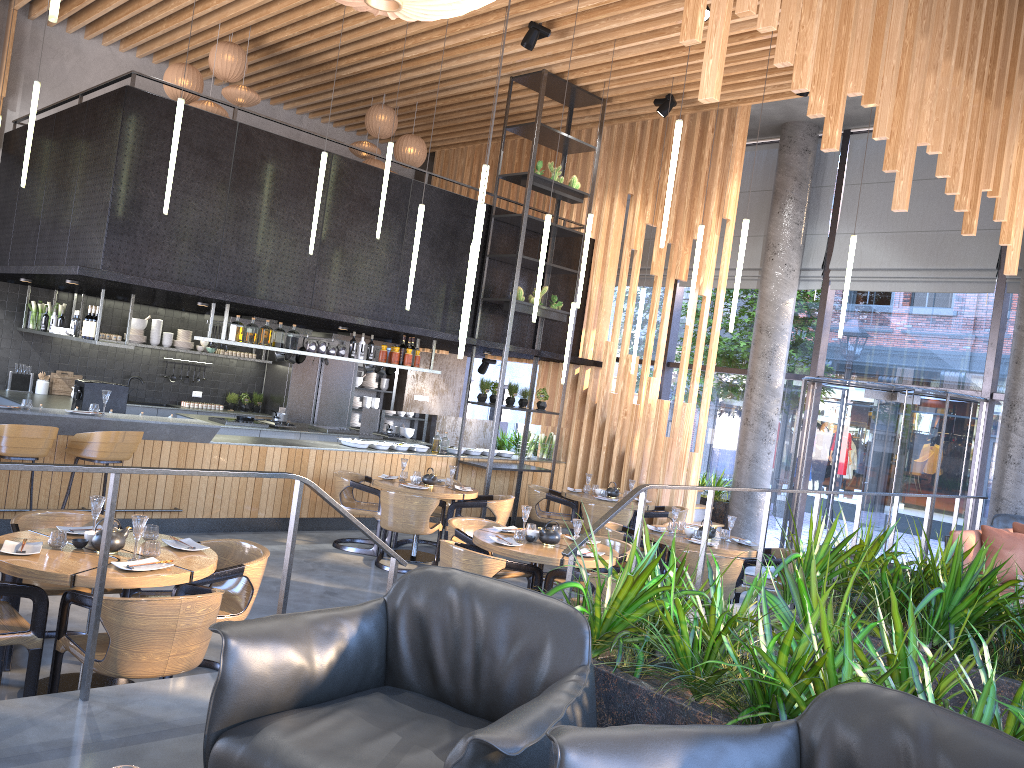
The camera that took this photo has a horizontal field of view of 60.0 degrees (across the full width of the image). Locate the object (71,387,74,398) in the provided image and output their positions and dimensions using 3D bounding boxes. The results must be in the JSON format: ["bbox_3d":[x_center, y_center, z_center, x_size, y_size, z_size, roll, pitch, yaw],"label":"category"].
[{"bbox_3d":[-5.871,0.116,11.958,0.127,0.144,0.115,8,0,-5],"label":"object"}]

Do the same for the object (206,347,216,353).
[{"bbox_3d":[-4.469,-0.496,13.174,0.146,0.073,0.146,8,0,18],"label":"object"}]

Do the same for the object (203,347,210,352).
[{"bbox_3d":[-4.588,-0.517,13.291,0.118,0.083,0.118,8,0,-12],"label":"object"}]

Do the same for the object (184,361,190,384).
[{"bbox_3d":[-4.840,-0.172,13.254,0.068,0.337,0.024,8,0,-44],"label":"object"}]

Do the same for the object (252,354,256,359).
[{"bbox_3d":[-3.987,-0.429,13.708,0.062,0.078,0.062,8,0,-39],"label":"object"}]

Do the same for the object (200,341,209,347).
[{"bbox_3d":[-4.591,-0.601,13.226,0.118,0.083,0.118,8,0,34],"label":"object"}]

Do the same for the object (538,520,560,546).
[{"bbox_3d":[0.282,1.102,6.590,0.168,0.179,0.163,8,0,10],"label":"object"}]

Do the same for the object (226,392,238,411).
[{"bbox_3d":[-4.317,0.268,13.699,0.211,0.283,0.221,8,0,-31],"label":"object"}]

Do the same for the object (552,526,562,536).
[{"bbox_3d":[0.347,1.158,6.945,0.086,0.086,0.086,8,0,-19],"label":"object"}]

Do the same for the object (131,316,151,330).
[{"bbox_3d":[-5.290,-0.868,12.543,0.249,0.243,0.248,8,0,-43],"label":"object"}]

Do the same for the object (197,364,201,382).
[{"bbox_3d":[-4.720,-0.174,13.379,0.035,0.298,0.032,8,0,-2],"label":"object"}]

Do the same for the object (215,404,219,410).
[{"bbox_3d":[-4.455,0.351,13.400,0.062,0.078,0.062,8,0,-39],"label":"object"}]

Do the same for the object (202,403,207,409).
[{"bbox_3d":[-4.596,0.331,13.263,0.062,0.078,0.062,8,0,-39],"label":"object"}]

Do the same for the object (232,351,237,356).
[{"bbox_3d":[-4.222,-0.462,13.479,0.062,0.078,0.062,8,0,-39],"label":"object"}]

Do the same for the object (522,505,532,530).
[{"bbox_3d":[0.098,1.052,6.821,0.082,0.227,0.082,8,0,16],"label":"object"}]

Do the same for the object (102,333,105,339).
[{"bbox_3d":[-5.644,-0.665,12.226,0.062,0.078,0.062,8,0,41],"label":"object"}]

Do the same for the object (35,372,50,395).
[{"bbox_3d":[-6.253,-0.017,11.825,0.158,0.303,0.175,8,0,-41],"label":"object"}]

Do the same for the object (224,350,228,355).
[{"bbox_3d":[-4.317,-0.475,13.387,0.062,0.078,0.062,8,0,-39],"label":"object"}]

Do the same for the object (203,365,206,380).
[{"bbox_3d":[-4.632,-0.183,13.396,0.074,0.256,0.074,8,0,1],"label":"object"}]

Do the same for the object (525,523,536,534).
[{"bbox_3d":[0.147,1.130,6.883,0.086,0.086,0.086,8,0,-19],"label":"object"}]

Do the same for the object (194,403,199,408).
[{"bbox_3d":[-4.691,0.317,13.171,0.062,0.078,0.062,8,0,-39],"label":"object"}]

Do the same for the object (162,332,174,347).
[{"bbox_3d":[-4.986,-0.639,12.832,0.143,0.214,0.149,8,0,-15],"label":"object"}]

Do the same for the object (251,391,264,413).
[{"bbox_3d":[-4.004,0.270,13.970,0.186,0.367,0.196,8,0,1],"label":"object"}]

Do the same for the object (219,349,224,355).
[{"bbox_3d":[-4.366,-0.482,13.339,0.062,0.078,0.062,8,0,-39],"label":"object"}]

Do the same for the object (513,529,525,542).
[{"bbox_3d":[0.056,1.117,6.512,0.086,0.086,0.086,8,0,3],"label":"object"}]

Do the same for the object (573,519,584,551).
[{"bbox_3d":[0.470,1.103,6.476,0.082,0.227,0.082,8,0,-11],"label":"object"}]

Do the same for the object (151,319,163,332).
[{"bbox_3d":[-5.091,-0.821,12.708,0.143,0.214,0.149,8,0,-15],"label":"object"}]

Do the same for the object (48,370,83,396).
[{"bbox_3d":[-6.083,-0.005,12.110,0.400,0.330,0.098,8,0,-44],"label":"object"}]

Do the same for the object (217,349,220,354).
[{"bbox_3d":[-4.412,-0.489,13.388,0.062,0.078,0.062,8,0,-39],"label":"object"}]

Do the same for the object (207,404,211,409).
[{"bbox_3d":[-4.549,0.337,13.309,0.062,0.078,0.062,8,0,-39],"label":"object"}]

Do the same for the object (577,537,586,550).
[{"bbox_3d":[0.506,1.180,6.571,0.086,0.086,0.086,8,0,33],"label":"object"}]

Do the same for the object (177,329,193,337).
[{"bbox_3d":[-4.801,-0.738,13.010,0.204,0.106,0.204,8,0,13],"label":"object"}]

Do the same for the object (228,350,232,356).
[{"bbox_3d":[-4.269,-0.469,13.433,0.062,0.078,0.062,8,0,-39],"label":"object"}]

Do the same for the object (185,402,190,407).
[{"bbox_3d":[-4.787,0.304,13.077,0.062,0.078,0.062,8,0,-39],"label":"object"}]

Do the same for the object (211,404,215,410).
[{"bbox_3d":[-4.502,0.344,13.354,0.062,0.078,0.062,8,0,-39],"label":"object"}]

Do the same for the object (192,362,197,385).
[{"bbox_3d":[-4.771,-0.149,13.323,0.033,0.363,0.024,8,0,-44],"label":"object"}]

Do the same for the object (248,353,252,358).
[{"bbox_3d":[-4.033,-0.435,13.662,0.062,0.078,0.062,8,0,-39],"label":"object"}]

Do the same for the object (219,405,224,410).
[{"bbox_3d":[-4.408,0.357,13.446,0.062,0.078,0.062,8,0,-39],"label":"object"}]

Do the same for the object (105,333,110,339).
[{"bbox_3d":[-5.597,-0.659,12.271,0.062,0.078,0.062,8,0,41],"label":"object"}]

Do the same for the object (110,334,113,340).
[{"bbox_3d":[-5.550,-0.652,12.317,0.062,0.078,0.062,8,0,41],"label":"object"}]

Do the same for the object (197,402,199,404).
[{"bbox_3d":[-4.690,0.317,13.266,0.062,0.078,0.062,8,0,-39],"label":"object"}]

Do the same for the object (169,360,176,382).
[{"bbox_3d":[-4.993,-0.194,13.099,0.104,0.336,0.031,8,0,-45],"label":"object"}]

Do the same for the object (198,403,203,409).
[{"bbox_3d":[-4.643,0.324,13.217,0.062,0.078,0.062,8,0,-39],"label":"object"}]

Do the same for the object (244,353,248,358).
[{"bbox_3d":[-4.081,-0.442,13.616,0.062,0.078,0.062,8,0,-39],"label":"object"}]

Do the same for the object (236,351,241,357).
[{"bbox_3d":[-4.174,-0.455,13.525,0.062,0.078,0.062,8,0,-39],"label":"object"}]

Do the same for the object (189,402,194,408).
[{"bbox_3d":[-4.738,0.311,13.125,0.062,0.078,0.062,8,0,-39],"label":"object"}]

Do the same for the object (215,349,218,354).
[{"bbox_3d":[-4.462,-0.496,13.440,0.062,0.078,0.062,8,0,-39],"label":"object"}]

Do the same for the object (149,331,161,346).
[{"bbox_3d":[-5.114,-0.657,12.708,0.143,0.214,0.149,8,0,-15],"label":"object"}]

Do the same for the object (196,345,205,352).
[{"bbox_3d":[-4.631,-0.524,13.168,0.118,0.083,0.118,8,0,-16],"label":"object"}]

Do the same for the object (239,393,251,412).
[{"bbox_3d":[-4.170,0.275,13.832,0.172,0.311,0.179,8,0,-33],"label":"object"}]

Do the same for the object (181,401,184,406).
[{"bbox_3d":[-4.883,0.290,13.178,0.062,0.078,0.062,8,0,-39],"label":"object"}]

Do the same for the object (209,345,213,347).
[{"bbox_3d":[-4.552,-0.550,13.312,0.111,0.082,0.019,8,0,-34],"label":"object"}]

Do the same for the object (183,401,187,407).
[{"bbox_3d":[-4.834,0.297,13.126,0.062,0.078,0.062,8,0,-39],"label":"object"}]

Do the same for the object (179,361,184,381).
[{"bbox_3d":[-4.907,-0.197,13.176,0.062,0.306,0.038,8,0,-44],"label":"object"}]

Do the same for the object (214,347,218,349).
[{"bbox_3d":[-4.435,-0.521,13.211,0.111,0.082,0.019,8,0,-44],"label":"object"}]

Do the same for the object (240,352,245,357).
[{"bbox_3d":[-4.127,-0.449,13.571,0.062,0.078,0.062,8,0,-39],"label":"object"}]

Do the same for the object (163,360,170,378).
[{"bbox_3d":[-5.044,-0.229,12.989,0.103,0.280,0.103,8,0,-2],"label":"object"}]

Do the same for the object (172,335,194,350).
[{"bbox_3d":[-4.821,-0.606,13.007,0.304,0.195,0.300,8,0,-32],"label":"object"}]
